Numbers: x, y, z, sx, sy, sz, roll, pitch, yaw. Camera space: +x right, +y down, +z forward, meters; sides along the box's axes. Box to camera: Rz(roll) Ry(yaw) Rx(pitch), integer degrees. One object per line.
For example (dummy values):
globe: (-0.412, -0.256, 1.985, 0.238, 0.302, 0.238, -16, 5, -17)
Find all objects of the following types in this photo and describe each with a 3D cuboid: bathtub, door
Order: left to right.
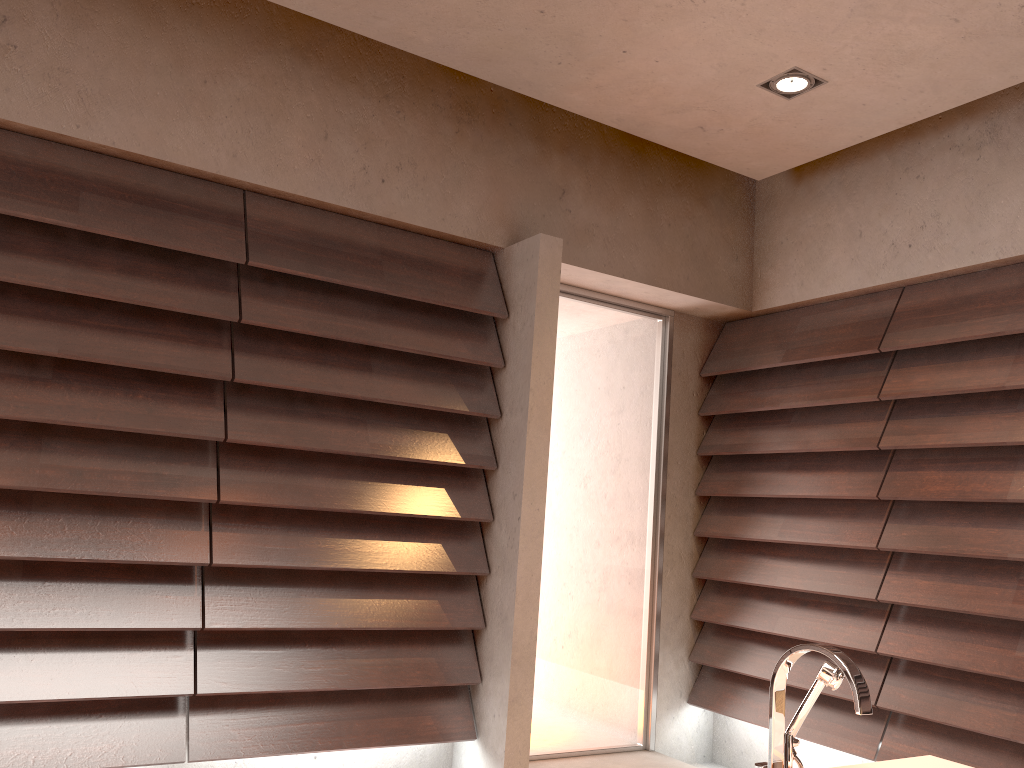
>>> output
door: (0.253, 0.571, 3.852, 1.007, 2.000, 0.090, 9, -10, -31)
bathtub: (0.315, 0.791, 1.157, 2.000, 0.761, 0.994, 9, -10, -31)

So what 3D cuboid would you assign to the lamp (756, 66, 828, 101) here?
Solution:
lamp: (0.958, -1.047, 3.034, 0.165, 0.051, 0.170, 9, -10, -31)
